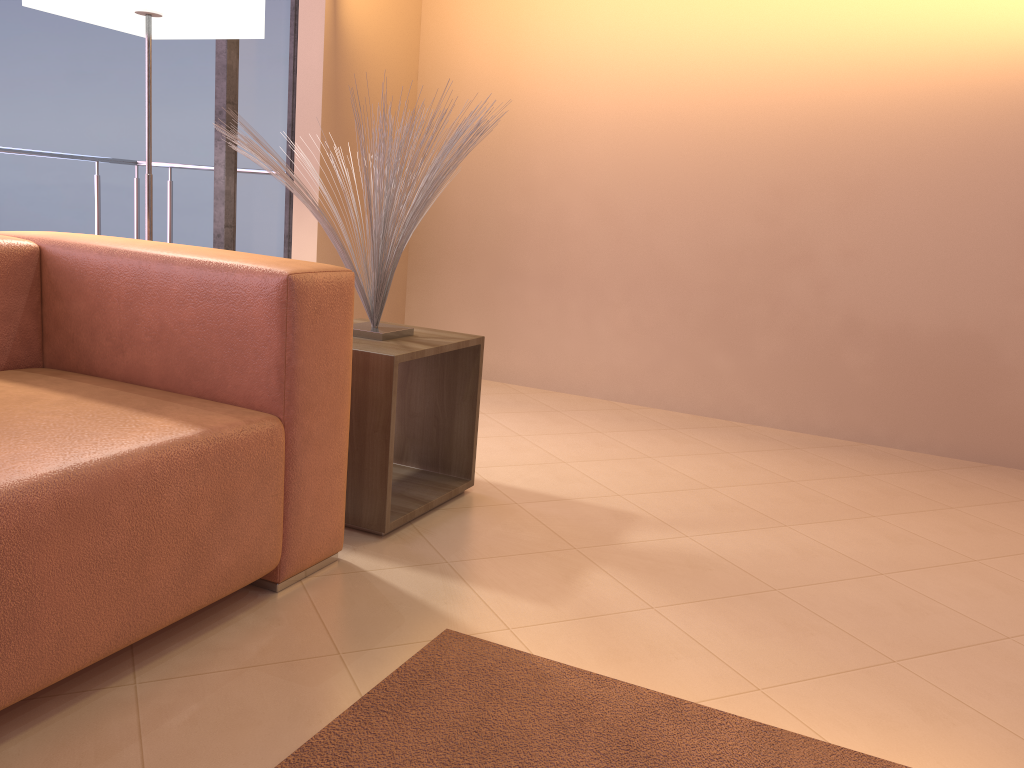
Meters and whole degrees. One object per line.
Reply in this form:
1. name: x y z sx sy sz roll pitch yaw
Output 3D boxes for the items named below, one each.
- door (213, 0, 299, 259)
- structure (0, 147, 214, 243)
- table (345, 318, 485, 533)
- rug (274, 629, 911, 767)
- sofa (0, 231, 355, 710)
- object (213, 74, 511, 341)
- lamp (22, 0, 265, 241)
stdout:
1. door: -0.973 -1.045 3.480 0.056 2.160 0.480 10 12 24
2. structure: -2.251 -0.574 2.893 1.663 0.541 4.176 10 12 24
3. table: -0.378 0.082 2.385 0.415 0.436 0.469 10 12 24
4. rug: 0.151 0.804 0.170 1.833 0.005 2.626 10 12 24
5. sofa: -1.332 0.197 0.907 0.943 0.672 2.781 10 12 24
6. object: -0.413 -0.454 2.317 0.703 0.634 0.700 1 12 -19
7. lamp: -1.062 -0.587 2.593 0.454 1.578 0.454 10 12 24
